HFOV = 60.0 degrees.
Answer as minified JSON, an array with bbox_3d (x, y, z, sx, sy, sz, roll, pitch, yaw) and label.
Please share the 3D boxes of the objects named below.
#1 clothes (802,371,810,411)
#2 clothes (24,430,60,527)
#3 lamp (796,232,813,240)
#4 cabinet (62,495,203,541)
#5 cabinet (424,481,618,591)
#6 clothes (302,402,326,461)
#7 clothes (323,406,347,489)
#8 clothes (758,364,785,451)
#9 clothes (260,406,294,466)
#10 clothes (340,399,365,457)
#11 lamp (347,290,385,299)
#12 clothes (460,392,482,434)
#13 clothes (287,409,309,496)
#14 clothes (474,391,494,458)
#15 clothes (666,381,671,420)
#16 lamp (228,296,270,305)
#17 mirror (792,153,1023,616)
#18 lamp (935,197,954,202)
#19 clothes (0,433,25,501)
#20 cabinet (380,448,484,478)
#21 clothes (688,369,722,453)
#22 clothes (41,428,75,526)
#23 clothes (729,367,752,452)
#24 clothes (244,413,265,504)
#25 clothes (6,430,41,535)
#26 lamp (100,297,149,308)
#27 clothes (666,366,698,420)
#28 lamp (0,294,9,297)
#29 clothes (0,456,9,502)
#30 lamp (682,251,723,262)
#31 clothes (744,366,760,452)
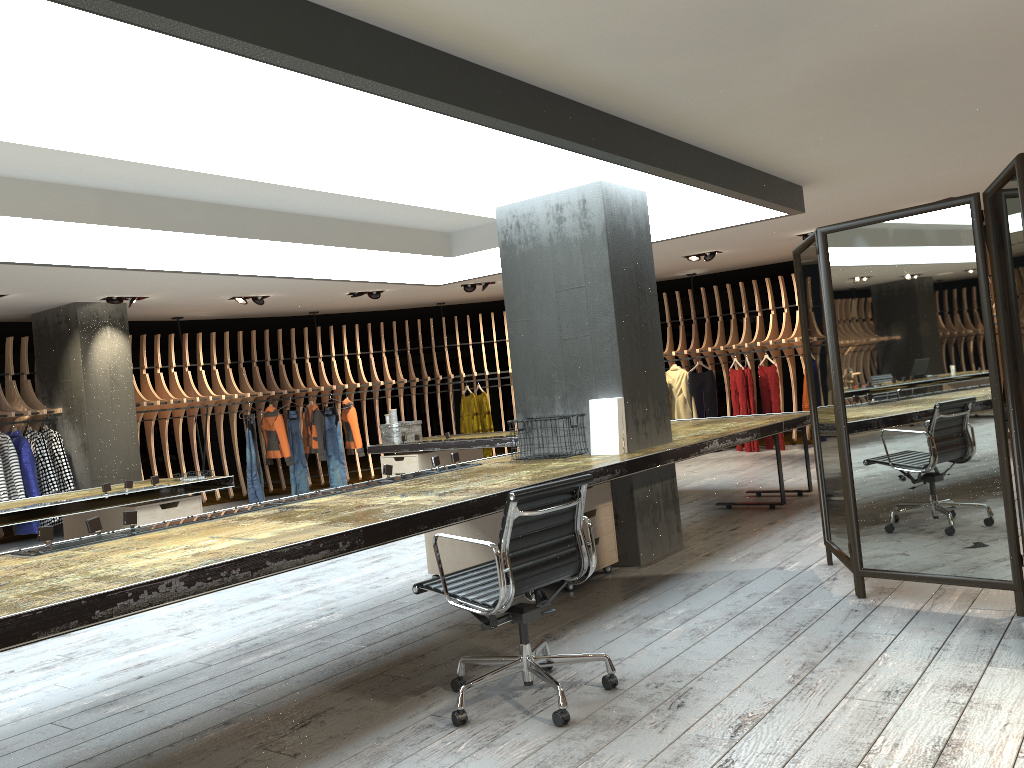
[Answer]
[{"bbox_3d":[4.259,-0.025,12.236,0.840,0.881,0.200,-5,-1,-38],"label":"clothes"},{"bbox_3d":[-5.549,1.120,10.459,0.806,1.188,0.192,-7,-2,37],"label":"clothes"},{"bbox_3d":[3.775,-1.901,10.905,0.269,0.298,0.492,-5,-1,-45],"label":"lamp"},{"bbox_3d":[-3.096,1.274,7.275,1.130,0.630,0.594,-6,-1,37],"label":"cabinet"},{"bbox_3d":[0.033,0.949,5.791,1.130,0.630,0.594,-6,-1,37],"label":"cabinet"},{"bbox_3d":[-2.933,0.705,13.089,0.201,0.881,0.838,-5,-1,-33],"label":"clothes"},{"bbox_3d":[-2.634,1.028,13.241,0.309,1.422,0.200,-6,-1,9],"label":"clothes"},{"bbox_3d":[3.716,0.382,12.685,0.093,1.338,0.551,-5,-1,-13],"label":"clothes"},{"bbox_3d":[-3.449,0.753,12.861,0.201,0.881,0.838,-5,-1,-38],"label":"clothes"},{"bbox_3d":[-2.432,0.654,13.369,0.201,0.881,0.838,-5,-1,-23],"label":"clothes"},{"bbox_3d":[-2.039,-1.308,12.350,0.493,0.293,0.269,-5,-1,-21],"label":"lamp"},{"bbox_3d":[-0.641,0.657,13.765,0.168,1.045,0.664,-5,-1,-22],"label":"clothes"},{"bbox_3d":[-3.157,1.079,12.961,0.200,1.422,0.309,-6,-2,29],"label":"clothes"},{"bbox_3d":[-0.461,0.639,13.789,0.168,1.045,0.664,-5,-1,-22],"label":"clothes"},{"bbox_3d":[2.243,0.530,13.428,0.087,1.353,0.539,-5,-1,-29],"label":"clothes"},{"bbox_3d":[-3.454,-1.169,11.645,0.493,0.296,0.269,-5,-1,-34],"label":"lamp"},{"bbox_3d":[1.928,0.111,4.267,0.443,1.893,2.110,-5,-1,-12],"label":"mirror"},{"bbox_3d":[4.634,-2.000,9.574,0.269,0.292,0.492,-5,-1,-21],"label":"lamp"},{"bbox_3d":[-5.784,1.086,10.178,0.751,1.062,0.128,-6,-2,35],"label":"clothes"},{"bbox_3d":[-0.892,1.073,10.245,0.593,0.630,1.132,-6,-1,37],"label":"cabinet"},{"bbox_3d":[2.871,0.462,13.181,0.539,1.353,0.087,-5,-2,-29],"label":"clothes"},{"bbox_3d":[-5.444,1.110,10.615,0.798,1.186,0.192,-7,-2,37],"label":"clothes"},{"bbox_3d":[3.336,0.422,12.931,0.093,1.338,0.551,-6,-1,-8],"label":"clothes"},{"bbox_3d":[-3.662,1.128,12.652,0.200,1.422,0.309,-6,-1,14],"label":"clothes"},{"bbox_3d":[-5.758,1.155,10.418,0.884,1.239,0.246,-6,-2,33],"label":"clothes"},{"bbox_3d":[-4.633,-1.060,10.588,0.269,0.292,0.493,-7,-1,43],"label":"lamp"},{"bbox_3d":[2.487,0.175,13.332,0.250,0.890,0.704,-5,-1,-33],"label":"clothes"},{"bbox_3d":[-5.627,-0.968,9.346,0.269,0.292,0.493,-6,-1,37],"label":"lamp"},{"bbox_3d":[-5.890,1.095,10.034,0.751,1.062,0.128,-6,-2,35],"label":"clothes"},{"bbox_3d":[2.545,-1.771,11.888,0.492,0.296,0.269,-6,-1,30],"label":"lamp"},{"bbox_3d":[3.477,0.407,12.844,0.093,1.338,0.551,-6,-1,7],"label":"clothes"}]
